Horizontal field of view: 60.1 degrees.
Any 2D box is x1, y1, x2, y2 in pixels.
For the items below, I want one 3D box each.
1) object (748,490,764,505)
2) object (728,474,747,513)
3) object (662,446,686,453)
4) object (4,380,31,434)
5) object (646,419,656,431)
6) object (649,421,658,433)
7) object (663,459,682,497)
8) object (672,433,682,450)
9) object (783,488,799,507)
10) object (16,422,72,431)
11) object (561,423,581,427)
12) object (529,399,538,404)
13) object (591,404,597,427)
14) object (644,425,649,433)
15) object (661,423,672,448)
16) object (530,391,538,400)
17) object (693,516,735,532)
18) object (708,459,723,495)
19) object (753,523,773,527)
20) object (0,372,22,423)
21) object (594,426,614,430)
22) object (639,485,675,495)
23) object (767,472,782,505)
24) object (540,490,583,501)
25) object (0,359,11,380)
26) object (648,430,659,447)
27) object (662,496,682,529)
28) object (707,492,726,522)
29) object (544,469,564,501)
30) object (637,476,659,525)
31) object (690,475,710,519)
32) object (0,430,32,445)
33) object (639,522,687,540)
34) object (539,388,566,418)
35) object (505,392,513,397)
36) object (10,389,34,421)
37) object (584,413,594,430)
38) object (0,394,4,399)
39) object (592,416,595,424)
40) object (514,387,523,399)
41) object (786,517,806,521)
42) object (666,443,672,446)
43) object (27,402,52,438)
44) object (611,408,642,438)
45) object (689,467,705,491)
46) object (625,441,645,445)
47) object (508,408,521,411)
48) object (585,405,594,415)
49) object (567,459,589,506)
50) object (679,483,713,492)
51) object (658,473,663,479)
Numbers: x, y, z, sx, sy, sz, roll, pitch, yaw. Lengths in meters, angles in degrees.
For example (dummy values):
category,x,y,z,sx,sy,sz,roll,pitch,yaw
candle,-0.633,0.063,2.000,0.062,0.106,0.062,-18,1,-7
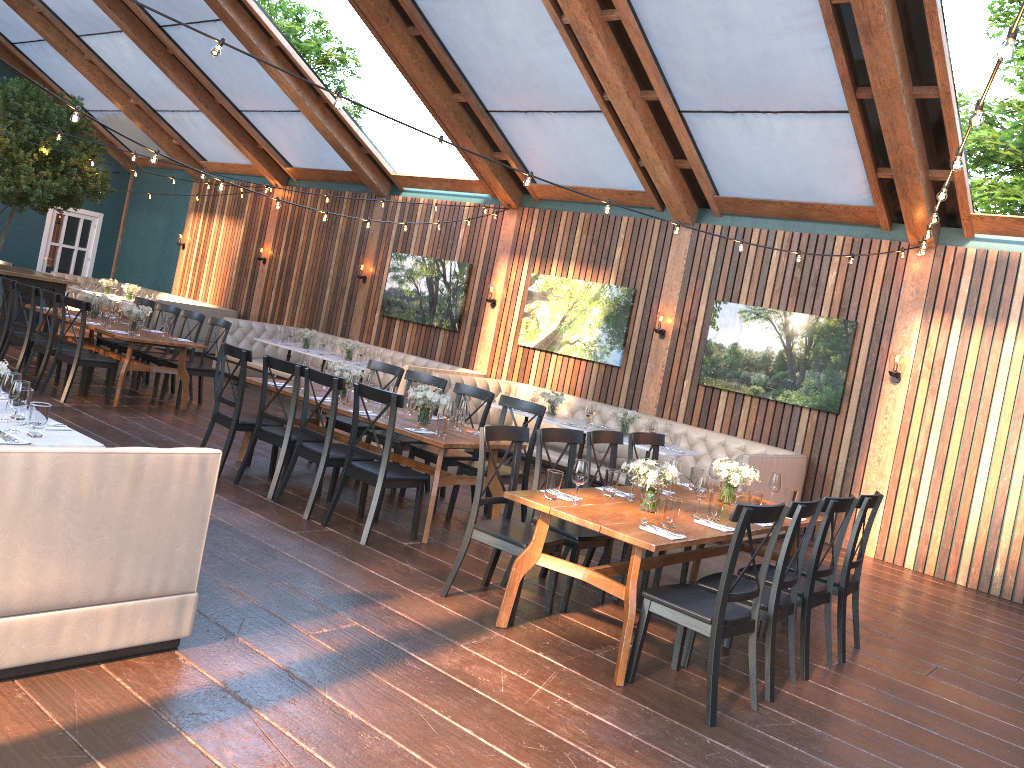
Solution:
category,x,y,z,sx,sy,sz,roll,pitch,yaw
object,1.528,0.757,5.579,0.091,0.158,0.092,11,1,-25
object,1.423,0.693,5.573,0.092,0.244,0.092,11,1,-9
object,1.625,0.664,8.990,0.257,0.019,0.156,14,5,39
object,-2.341,0.107,4.188,0.092,0.244,0.092,11,1,-9
object,1.457,0.492,9.333,0.092,0.244,0.092,11,1,-9
object,1.435,0.508,9.042,0.092,0.244,0.092,11,1,-9
object,1.033,0.608,5.691,0.092,0.244,0.092,11,1,-9
object,1.700,0.597,9.144,0.092,0.158,0.091,12,1,25
object,1.894,0.797,6.040,0.091,0.158,0.092,11,1,-25
object,-2.351,0.204,4.420,0.158,0.019,0.254,14,5,39
object,0.648,0.435,9.494,0.158,0.019,0.254,14,5,39
object,0.228,0.251,9.924,0.092,0.158,0.091,12,1,25
object,0.884,0.345,9.805,0.092,0.244,0.092,11,1,-9
object,1.453,0.527,9.442,0.092,0.158,0.091,12,1,25
object,1.601,0.533,9.149,0.092,0.244,0.092,11,1,-9
object,0.241,0.202,10.033,0.092,0.244,0.092,11,1,-3
object,1.131,0.790,5.013,0.257,0.019,0.156,14,5,39
object,1.405,0.649,6.145,0.092,0.244,0.092,11,1,-9
object,1.458,0.826,5.417,0.257,0.019,0.156,14,5,39
object,-2.485,0.066,4.372,0.092,0.244,0.092,11,1,-9
object,1.019,0.483,9.853,0.158,0.019,0.254,14,5,39
object,0.979,0.700,5.856,0.257,0.019,0.156,14,5,39
object,1.781,0.731,6.033,0.092,0.244,0.092,11,1,-9
object,0.296,0.627,4.985,0.257,0.019,0.156,14,5,39
object,-2.735,-0.022,4.448,0.337,0.309,0.328,12,2,13
object,1.422,0.557,8.933,0.092,0.158,0.091,12,1,25
object,0.843,0.684,4.702,0.091,0.158,0.092,11,1,-25
object,1.189,0.719,5.170,0.091,0.158,0.092,11,1,-25
object,0.223,0.552,4.833,0.091,0.158,0.092,11,1,-25
object,0.724,0.617,4.696,0.092,0.244,0.092,11,1,-9
object,1.098,0.658,5.163,0.092,0.244,0.092,11,1,-9
object,-2.317,0.238,4.029,0.257,0.019,0.156,14,5,39
object,0.755,0.750,4.538,0.257,0.019,0.156,14,5,39
object,0.465,0.216,9.987,0.327,0.309,0.338,10,3,-29
object,-0.051,0.176,10.200,0.092,0.158,0.091,12,1,25
object,-2.489,0.101,4.482,0.092,0.158,0.091,12,1,25
object,0.813,0.401,9.432,0.092,0.158,0.091,12,1,25
object,-2.923,0.057,4.892,0.158,0.019,0.254,14,5,39
object,0.881,0.380,9.914,0.092,0.158,0.091,12,1,25
object,0.065,0.156,10.195,0.092,0.244,0.092,11,1,-3
object,1.809,0.863,5.866,0.257,0.019,0.156,14,5,39
object,1.591,0.629,9.380,0.158,0.019,0.254,14,5,39
object,-2.242,0.171,4.184,0.092,0.158,0.091,12,1,25
object,1.204,0.403,9.404,0.337,0.309,0.328,12,2,13
object,1.281,0.666,6.169,0.091,0.158,0.092,11,1,-25
object,1.257,0.591,8.995,0.158,0.019,0.254,14,5,39
object,0.063,0.285,9.986,0.158,0.019,0.254,14,5,39
object,0.826,0.352,9.541,0.092,0.244,0.092,11,1,-9
object,0.362,0.537,4.825,0.092,0.244,0.092,11,1,-9
object,1.332,0.738,6.301,0.257,0.019,0.156,14,5,39
object,0.922,0.628,5.709,0.091,0.158,0.092,11,1,-25
